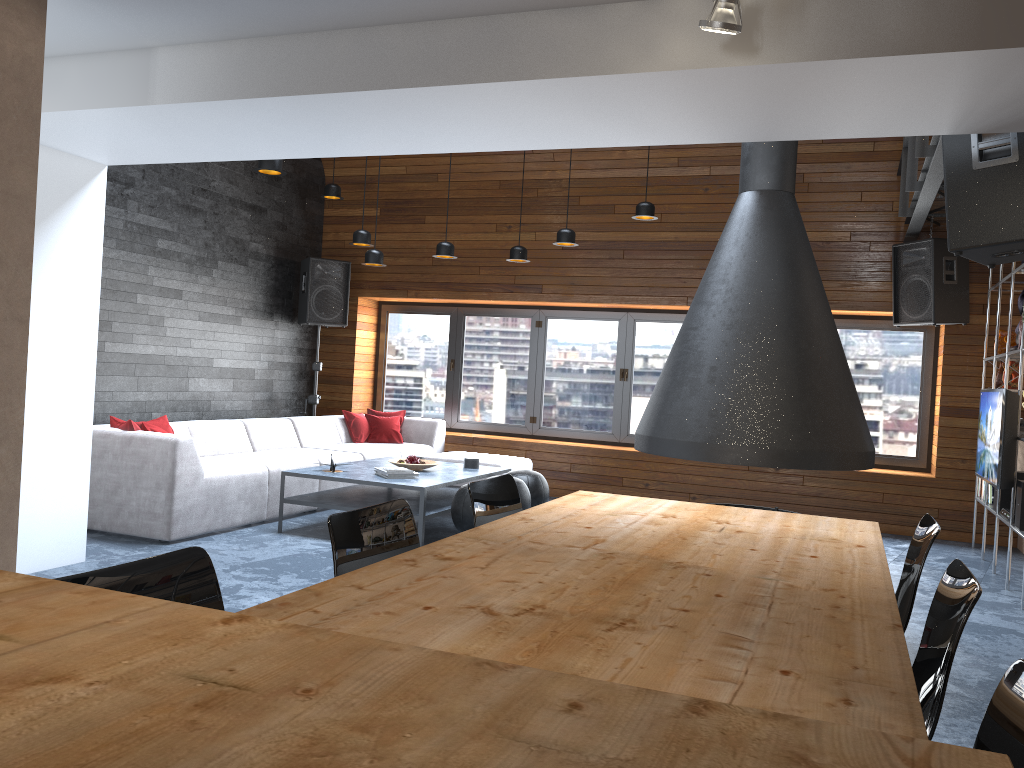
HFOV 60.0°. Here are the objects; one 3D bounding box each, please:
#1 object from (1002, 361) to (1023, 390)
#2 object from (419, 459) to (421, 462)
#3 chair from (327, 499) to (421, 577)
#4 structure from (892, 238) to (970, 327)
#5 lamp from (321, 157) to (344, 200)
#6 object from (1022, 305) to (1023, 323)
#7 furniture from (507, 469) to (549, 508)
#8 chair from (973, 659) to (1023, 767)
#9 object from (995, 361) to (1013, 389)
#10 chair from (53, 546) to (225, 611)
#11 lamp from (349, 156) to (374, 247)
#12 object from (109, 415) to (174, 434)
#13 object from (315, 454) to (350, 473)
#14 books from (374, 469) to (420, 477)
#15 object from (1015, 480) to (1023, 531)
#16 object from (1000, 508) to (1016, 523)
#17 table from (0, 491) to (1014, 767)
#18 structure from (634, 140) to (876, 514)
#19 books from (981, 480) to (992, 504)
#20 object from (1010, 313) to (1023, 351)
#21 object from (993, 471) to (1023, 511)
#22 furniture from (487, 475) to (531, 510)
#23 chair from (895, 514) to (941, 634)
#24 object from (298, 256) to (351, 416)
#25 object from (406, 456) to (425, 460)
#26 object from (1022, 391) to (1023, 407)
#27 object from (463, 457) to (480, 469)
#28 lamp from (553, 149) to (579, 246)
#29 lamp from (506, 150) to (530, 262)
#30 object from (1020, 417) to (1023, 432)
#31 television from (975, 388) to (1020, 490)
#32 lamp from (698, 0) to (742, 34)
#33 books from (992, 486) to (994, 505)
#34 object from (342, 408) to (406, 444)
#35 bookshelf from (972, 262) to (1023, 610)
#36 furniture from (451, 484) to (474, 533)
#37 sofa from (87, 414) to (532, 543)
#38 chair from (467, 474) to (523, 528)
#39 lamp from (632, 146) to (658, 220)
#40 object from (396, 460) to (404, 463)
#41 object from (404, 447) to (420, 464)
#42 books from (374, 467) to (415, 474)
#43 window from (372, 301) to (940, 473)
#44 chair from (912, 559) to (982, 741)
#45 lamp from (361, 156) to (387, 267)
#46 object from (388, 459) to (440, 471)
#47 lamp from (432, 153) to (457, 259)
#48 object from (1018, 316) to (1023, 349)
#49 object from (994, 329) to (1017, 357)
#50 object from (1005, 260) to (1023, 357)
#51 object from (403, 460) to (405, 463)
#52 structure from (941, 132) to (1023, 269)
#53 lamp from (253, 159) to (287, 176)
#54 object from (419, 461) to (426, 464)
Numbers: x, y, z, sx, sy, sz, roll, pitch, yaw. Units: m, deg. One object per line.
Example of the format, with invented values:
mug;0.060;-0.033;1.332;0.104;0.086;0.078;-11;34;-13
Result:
object;3.902;-0.066;6.899;0.267;0.223;0.060;3;1;-24
object;-0.733;0.613;6.900;0.062;0.062;0.060;3;1;-18
chair;-0.194;0.754;2.313;0.599;0.825;0.527;4;1;21
structure;3.496;-0.832;7.368;0.488;0.735;0.461;3;1;-19
lamp;-1.613;-2.397;8.155;0.210;1.369;0.210;3;1;-32
object;3.345;-0.399;5.554;0.255;0.356;0.167;4;1;40
furniture;0.090;0.904;6.967;0.401;0.462;0.402;3;1;-29
chair;0.454;0.804;1.229;0.599;0.825;0.527;4;1;21
object;3.969;-0.068;7.089;0.233;0.229;0.116;3;1;-29
chair;-0.501;0.744;1.504;0.599;0.825;0.527;4;1;21
lamp;-1.222;-2.203;7.554;0.210;2.036;0.210;3;1;-32
object;-2.444;0.406;6.140;0.528;0.354;0.742;4;1;21
object;-1.287;0.571;6.377;0.250;0.117;0.240;4;1;29
books;-0.822;0.632;6.331;0.239;0.021;0.299;3;1;-27
object;3.356;0.773;5.536;0.343;0.303;0.175;4;1;21
object;3.483;0.899;5.951;0.325;0.058;0.360;4;1;21
table;-0.238;0.715;0.787;1.185;0.927;5.998;4;1;21
structure;1.269;-1.622;4.360;1.197;5.700;1.689;4;1;21
books;3.850;0.835;7.059;0.139;0.208;0.461;4;1;20
object;3.757;-0.627;6.345;0.305;0.840;0.237;4;1;23
object;3.676;0.783;6.381;0.343;0.303;0.175;4;1;21
furniture;-0.064;0.900;6.464;0.402;0.462;0.401;4;1;41
chair;1.068;0.824;2.847;0.599;0.825;0.527;4;1;21
object;-2.123;-0.167;9.350;0.639;2.298;0.686;3;1;-31
object;-0.801;0.629;7.374;0.160;0.040;0.160;3;1;-2
object;3.239;0.187;5.339;0.325;0.310;0.154;3;0;6
object;-0.328;0.638;7.161;0.126;0.081;0.126;3;1;-7
lamp;0.491;-2.083;7.167;0.210;1.911;0.210;3;1;-32
lamp;0.113;-2.065;7.659;0.210;2.003;0.210;3;1;-32
object;3.922;0.308;7.006;0.320;0.114;0.404;4;1;21
television;3.315;0.355;6.060;0.115;0.638;1.075;4;1;21
lamp;0.629;-1.160;2.655;0.127;0.242;0.127;4;1;32
books;3.789;0.845;6.858;0.138;0.185;0.081;4;1;21
object;-1.350;0.442;9.020;0.528;0.354;0.742;4;1;21
bookshelf;2.271;-1.800;2.227;0.421;6.219;10.738;4;1;21
furniture;-0.213;0.896;5.976;0.401;0.462;0.402;4;1;36
sofa;-1.293;0.704;7.404;2.205;0.693;4.035;4;1;21
chair;0.113;0.764;3.122;0.599;0.825;0.527;4;1;21
lamp;1.111;-2.112;7.100;0.210;1.565;0.210;3;1;-32
object;-0.854;0.607;6.784;0.061;0.062;0.064;3;1;-38
object;-0.765;0.565;6.830;0.118;0.172;0.105;3;1;-17
books;-0.835;0.612;6.289;0.210;0.017;0.265;3;1;-27
window;1.153;-0.068;9.148;5.936;1.522;0.101;4;1;21
chair;0.761;0.814;2.038;0.599;0.825;0.527;4;1;21
lamp;-1.075;-2.120;7.325;0.210;2.273;0.210;3;1;-32
object;-0.754;0.626;6.815;0.395;0.061;0.395;4;1;13
lamp;-0.504;-2.084;7.454;0.210;2.034;0.210;3;1;-32
object;3.505;-0.436;5.928;0.219;0.440;0.462;4;1;21
object;3.896;-0.310;6.874;0.278;0.222;0.138;4;1;31
object;3.834;-0.648;6.603;0.244;0.879;0.244;3;1;-41
object;-0.851;0.608;6.863;0.042;0.042;0.044;4;1;21
structure;2.085;-0.879;3.650;0.460;0.744;0.506;3;1;-44
lamp;-1.478;-2.977;5.752;0.210;3.209;0.210;4;1;43
object;-0.680;0.618;6.738;0.061;0.061;0.063;4;1;20
